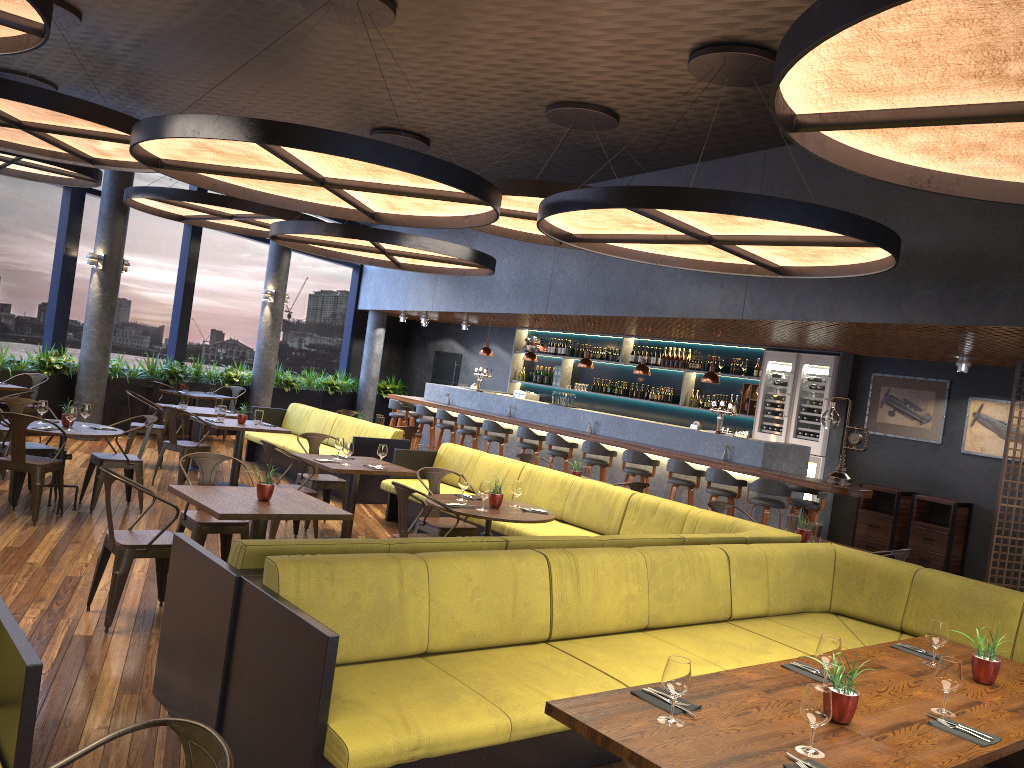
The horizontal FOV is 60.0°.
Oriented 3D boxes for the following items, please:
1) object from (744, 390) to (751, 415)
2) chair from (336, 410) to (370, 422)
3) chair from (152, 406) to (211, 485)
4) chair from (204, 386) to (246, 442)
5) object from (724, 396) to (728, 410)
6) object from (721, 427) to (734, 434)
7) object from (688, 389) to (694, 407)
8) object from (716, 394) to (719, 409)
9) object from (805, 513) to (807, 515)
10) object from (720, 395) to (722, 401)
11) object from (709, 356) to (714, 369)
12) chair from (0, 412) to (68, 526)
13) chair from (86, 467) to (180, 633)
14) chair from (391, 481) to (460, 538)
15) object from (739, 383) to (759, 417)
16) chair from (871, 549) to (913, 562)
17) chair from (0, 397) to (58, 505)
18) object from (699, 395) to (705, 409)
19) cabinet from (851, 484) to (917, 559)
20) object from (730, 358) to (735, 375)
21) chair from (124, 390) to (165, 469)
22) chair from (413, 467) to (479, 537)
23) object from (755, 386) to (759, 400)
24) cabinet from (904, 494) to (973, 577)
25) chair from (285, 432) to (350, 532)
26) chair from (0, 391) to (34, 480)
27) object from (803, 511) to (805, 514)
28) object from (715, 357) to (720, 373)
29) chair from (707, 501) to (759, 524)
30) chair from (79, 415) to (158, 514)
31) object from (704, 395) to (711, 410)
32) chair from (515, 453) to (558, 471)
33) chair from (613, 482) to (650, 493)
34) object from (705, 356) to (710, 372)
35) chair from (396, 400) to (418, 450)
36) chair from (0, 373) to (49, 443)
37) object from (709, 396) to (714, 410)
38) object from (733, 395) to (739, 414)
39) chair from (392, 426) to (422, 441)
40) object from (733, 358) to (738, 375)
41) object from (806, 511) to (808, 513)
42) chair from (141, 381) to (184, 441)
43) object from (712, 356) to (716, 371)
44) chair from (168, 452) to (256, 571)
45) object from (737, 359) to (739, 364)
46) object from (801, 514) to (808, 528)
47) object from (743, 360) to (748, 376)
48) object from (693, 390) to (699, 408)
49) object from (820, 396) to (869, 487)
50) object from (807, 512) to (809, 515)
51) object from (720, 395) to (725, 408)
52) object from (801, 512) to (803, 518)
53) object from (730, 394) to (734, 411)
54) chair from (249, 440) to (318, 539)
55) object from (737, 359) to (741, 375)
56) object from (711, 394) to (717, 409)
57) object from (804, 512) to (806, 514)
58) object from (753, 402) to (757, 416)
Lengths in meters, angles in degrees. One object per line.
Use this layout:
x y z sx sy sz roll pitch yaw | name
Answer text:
3.528 0.277 13.227 0.091 0.369 0.092 8 1 20 | object
-2.341 0.864 12.946 0.504 0.917 0.541 7 1 -39 | chair
-3.688 0.716 9.976 0.504 0.917 0.541 8 1 28 | chair
-4.832 0.489 14.952 0.504 0.917 0.541 8 1 16 | chair
3.286 0.305 13.629 0.063 0.254 0.063 7 1 -31 | object
3.252 0.901 13.529 0.204 0.492 0.310 7 1 -39 | object
2.861 0.225 14.090 0.079 0.281 0.079 7 1 -36 | object
3.168 0.287 13.684 0.063 0.254 0.063 8 1 -11 | object
4.035 1.878 12.211 0.056 0.205 0.056 8 1 7 | object
3.227 0.295 13.743 0.063 0.254 0.063 8 1 14 | object
3.129 -0.306 13.871 0.063 0.254 0.063 8 1 13 | object
-4.109 0.690 7.531 0.504 0.917 0.541 8 1 0 | chair
-2.267 0.976 5.384 0.541 0.917 0.504 7 1 -39 | chair
-0.662 1.186 6.487 0.541 0.917 0.504 7 1 -39 | chair
3.578 0.238 13.170 0.161 0.475 0.300 7 1 -40 | object
2.714 1.654 6.807 0.504 0.917 0.541 7 1 -39 | chair
-4.570 0.615 8.314 0.541 0.917 0.504 8 1 32 | chair
2.963 0.280 13.872 0.097 0.206 0.097 8 1 19 | object
4.749 1.834 11.383 0.473 1.007 0.553 7 1 -39 | cabinet
3.365 -0.268 13.496 0.063 0.254 0.063 8 1 3 | object
-4.645 0.566 11.198 0.541 0.917 0.504 8 1 -21 | chair
-0.567 1.188 7.365 0.504 0.917 0.541 7 1 -39 | chair
3.641 0.136 13.114 0.097 0.206 0.097 8 1 1 | object
5.183 1.902 10.844 0.473 1.007 0.553 7 1 -39 | cabinet
-1.929 0.976 8.902 0.504 0.917 0.541 7 1 -39 | chair
-5.350 0.493 9.242 0.541 0.917 0.504 8 1 -9 | chair
4.071 1.880 12.405 0.056 0.205 0.056 8 1 2 | object
3.202 -0.294 13.783 0.063 0.254 0.063 9 1 38 | object
1.935 1.532 7.772 0.504 0.917 0.541 7 1 -39 | chair
-3.702 0.735 8.395 0.541 0.917 0.504 7 1 -39 | chair
3.034 0.283 13.746 0.088 0.224 0.088 8 1 20 | object
0.260 1.269 9.871 0.504 0.917 0.541 7 1 -39 | chair
1.038 1.391 8.907 0.504 0.917 0.541 7 1 -39 | chair
3.048 -0.316 13.812 0.063 0.254 0.063 7 1 -42 | object
-1.996 0.796 16.757 0.483 1.048 0.438 8 1 -11 | chair
-6.434 0.310 11.603 0.504 0.917 0.541 8 1 14 | chair
3.127 0.295 13.804 0.088 0.224 0.088 7 1 -45 | object
3.396 0.308 13.428 0.079 0.281 0.079 9 1 44 | object
-1.551 0.988 11.968 0.504 0.917 0.541 7 1 -39 | chair
3.378 -0.264 13.385 0.063 0.254 0.063 8 1 -11 | object
4.122 1.887 12.435 0.056 0.205 0.057 8 1 26 | object
-5.388 0.428 13.745 0.504 0.917 0.541 8 1 25 | chair
3.131 -0.303 13.722 0.063 0.254 0.063 8 1 23 | object
-2.137 0.982 6.326 0.504 0.917 0.541 7 1 -39 | chair
3.448 -0.257 13.554 0.063 0.254 0.063 8 1 -11 | object
4.057 1.899 12.353 0.277 0.206 0.416 7 1 -36 | object
3.547 -0.241 13.437 0.063 0.254 0.063 7 1 -31 | object
2.919 0.234 14.018 0.079 0.281 0.079 8 1 29 | object
3.552 0.610 9.529 0.566 0.944 0.263 9 1 43 | object
4.108 1.886 12.343 0.056 0.205 0.056 8 1 -8 | object
3.227 0.297 13.570 0.063 0.254 0.063 8 1 14 | object
3.999 1.872 12.263 0.056 0.205 0.056 8 1 -8 | object
3.337 0.298 13.501 0.079 0.281 0.079 8 1 24 | object
-2.021 0.977 7.925 0.541 0.917 0.504 7 1 -39 | chair
3.446 -0.256 13.460 0.063 0.254 0.063 8 1 14 | object
3.110 0.280 13.628 0.063 0.254 0.063 7 1 -36 | object
4.053 1.880 12.302 0.056 0.205 0.057 8 1 6 | object
3.609 0.368 13.117 0.097 0.206 0.097 8 1 1 | object
